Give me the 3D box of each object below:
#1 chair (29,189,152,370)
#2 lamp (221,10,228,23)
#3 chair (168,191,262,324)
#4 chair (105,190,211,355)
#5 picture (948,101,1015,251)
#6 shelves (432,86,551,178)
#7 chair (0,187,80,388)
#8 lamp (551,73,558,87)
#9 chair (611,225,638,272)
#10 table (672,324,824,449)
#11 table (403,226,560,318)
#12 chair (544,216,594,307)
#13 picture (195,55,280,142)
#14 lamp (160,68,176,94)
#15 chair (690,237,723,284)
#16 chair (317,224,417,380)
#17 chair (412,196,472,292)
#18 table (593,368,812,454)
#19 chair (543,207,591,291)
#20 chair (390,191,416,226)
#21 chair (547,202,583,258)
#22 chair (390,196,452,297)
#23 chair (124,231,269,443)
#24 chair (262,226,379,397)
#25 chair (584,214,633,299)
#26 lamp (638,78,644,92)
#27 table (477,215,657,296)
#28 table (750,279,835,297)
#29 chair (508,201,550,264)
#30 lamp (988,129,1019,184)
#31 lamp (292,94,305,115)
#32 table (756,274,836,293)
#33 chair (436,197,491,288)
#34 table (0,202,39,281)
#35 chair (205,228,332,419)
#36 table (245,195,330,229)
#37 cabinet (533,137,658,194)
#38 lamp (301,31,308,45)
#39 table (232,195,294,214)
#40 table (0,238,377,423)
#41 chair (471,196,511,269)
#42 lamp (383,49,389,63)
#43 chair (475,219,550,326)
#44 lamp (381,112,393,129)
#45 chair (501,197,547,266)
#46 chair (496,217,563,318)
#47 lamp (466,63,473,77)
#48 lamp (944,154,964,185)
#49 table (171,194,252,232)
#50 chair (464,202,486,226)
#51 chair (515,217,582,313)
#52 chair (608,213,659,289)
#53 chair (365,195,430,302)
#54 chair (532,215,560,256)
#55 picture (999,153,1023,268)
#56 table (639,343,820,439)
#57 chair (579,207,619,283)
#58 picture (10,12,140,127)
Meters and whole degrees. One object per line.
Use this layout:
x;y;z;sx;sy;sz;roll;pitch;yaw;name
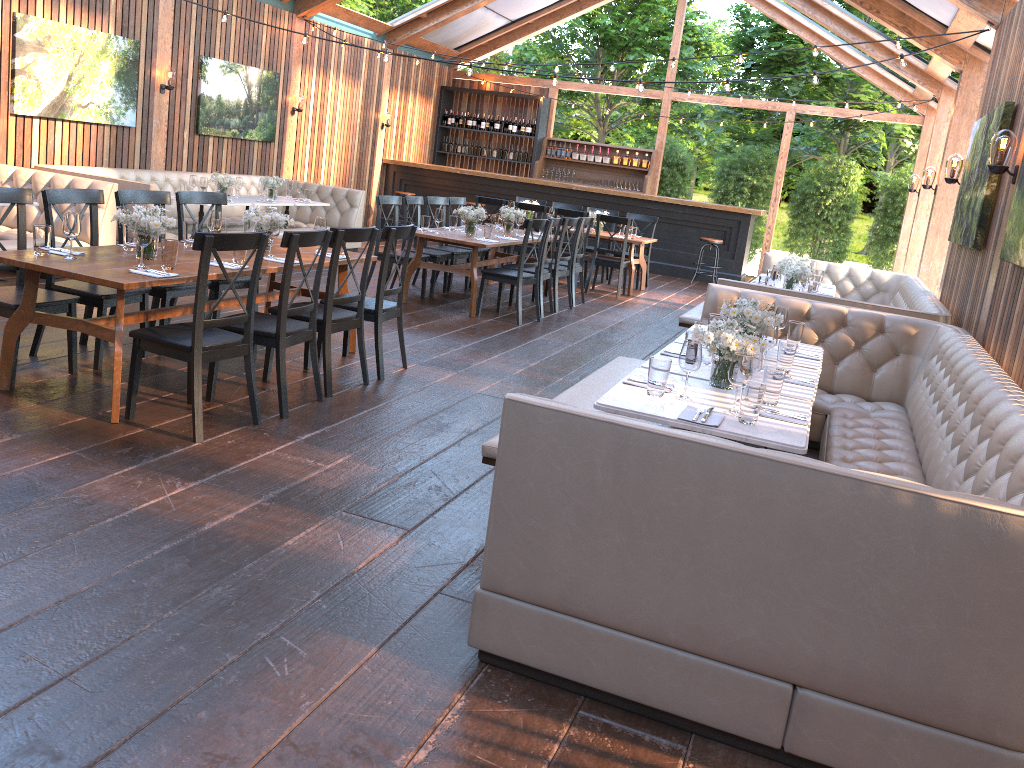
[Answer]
-2.570;-0.664;5.456;0.541;1.008;0.482;10;12;14;chair
-2.600;-3.321;7.994;0.056;0.119;0.057;-3;15;-42;lamp
-2.172;-0.873;6.493;0.542;1.008;0.481;13;12;24;chair
-2.371;-0.769;5.974;0.542;1.008;0.481;12;12;19;chair
3.526;-1.545;6.712;0.065;0.985;1.665;11;14;19;picture
-0.507;-4.465;17.928;2.212;2.795;0.506;12;11;19;shelves
-2.769;-0.560;4.936;0.542;1.008;0.481;12;12;19;chair
0.382;-2.704;7.863;0.056;0.120;0.057;11;12;18;lamp
1.849;-2.221;14.521;0.473;0.726;0.469;18;16;42;chair
1.352;0.093;5.214;0.802;0.664;0.806;12;13;18;table
-0.296;-1.294;9.735;0.954;0.720;2.453;12;14;19;table
0.608;-1.461;10.280;0.542;1.008;0.481;12;12;19;chair
-3.754;-3.892;12.206;0.065;0.985;1.665;11;14;19;picture
-4.202;-3.710;10.831;0.179;0.316;0.147;12;12;19;lamp
3.115;-1.940;14.068;0.468;0.726;0.473;9;12;7;chair
-0.989;-0.611;6.071;0.541;1.008;0.482;10;12;14;chair
-0.759;-1.616;10.177;0.542;1.008;0.481;13;12;24;chair
0.772;0.398;3.702;0.802;0.664;0.806;12;13;18;table
0.768;-1.788;11.659;0.479;1.008;0.544;11;12;19;chair
-1.951;-3.065;15.877;0.470;0.726;0.471;13;13;26;chair
0.697;-2.139;13.012;0.479;1.008;0.544;11;12;19;chair
-0.958;-1.511;9.659;0.541;1.008;0.482;10;12;14;chair
-1.597;-0.299;4.518;0.542;1.008;0.481;13;12;24;chair
-1.188;-0.506;5.552;0.542;1.008;0.481;12;12;22;chair
1.286;-1.673;11.474;0.479;1.008;0.545;10;12;14;chair
1.147;-2.642;7.831;0.056;0.118;0.057;3;12;-20;lamp
0.687;-1.828;12.366;2.441;0.721;0.959;12;14;19;table
2.668;-0.599;8.645;0.802;0.664;0.806;12;13;19;table
0.249;-1.903;11.844;0.479;1.008;0.545;10;12;14;chair
2.991;-1.386;5.384;0.179;0.316;0.147;12;12;19;lamp
-3.225;-4.224;13.379;0.179;0.316;0.147;12;12;19;lamp
2.958;-0.751;9.401;0.802;0.664;0.806;12;13;18;table
-0.560;-1.721;10.697;0.542;1.008;0.481;12;12;19;chair
-4.547;-1.217;7.320;0.802;0.664;0.806;12;13;18;table
-1.364;-0.396;5.025;0.541;1.008;0.482;10;12;14;chair
-2.941;-2.061;11.507;0.802;0.664;0.806;12;13;18;table
1.519;-3.651;17.257;2.284;2.068;0.498;12;12;19;cabinet
-1.866;-3.111;7.962;0.056;0.119;0.057;9;11;7;lamp
-3.231;-1.909;10.751;0.802;0.664;0.806;12;13;19;table
-1.899;-0.452;5.555;0.954;0.720;2.453;12;14;19;table
-0.270;-2.018;12.030;0.479;1.008;0.544;11;12;19;chair
-1.123;-2.937;7.917;0.057;0.119;0.056;16;14;38;lamp
0.021;-1.147;8.726;0.543;1.008;0.480;13;13;27;chair
-2.244;-4.739;15.936;0.179;0.316;0.147;12;12;19;lamp
0.179;-2.254;13.197;0.479;1.008;0.545;10;12;14;chair
0.196;-1.259;9.261;0.541;1.008;0.482;11;12;16;chair
-0.375;-2.807;7.901;0.057;0.119;0.057;13;12;24;lamp
3.963;-1.897;7.916;0.179;0.316;0.147;12;12;19;lamp
-3.521;-1.756;9.995;0.802;0.664;0.806;12;13;18;table
-0.684;-2.784;15.425;0.468;0.726;0.473;8;12;3;chair
0.415;-1.356;9.759;0.542;1.008;0.481;13;12;24;chair
1.734;-1.908;12.642;0.480;1.008;0.543;13;12;24;chair
-1.157;-1.407;9.139;0.542;1.008;0.481;12;12;19;chair
0.582;-2.502;14.973;0.467;0.726;0.474;7;12;-5;chair
2.540;-1.023;4.125;0.065;0.985;1.665;11;14;19;picture
1.062;0.245;4.458;0.802;0.664;0.806;12;13;19;table
1.216;-2.023;12.827;0.479;1.008;0.545;10;12;14;chair
-4.722;-3.378;9.662;0.065;0.985;1.665;11;14;19;picture
